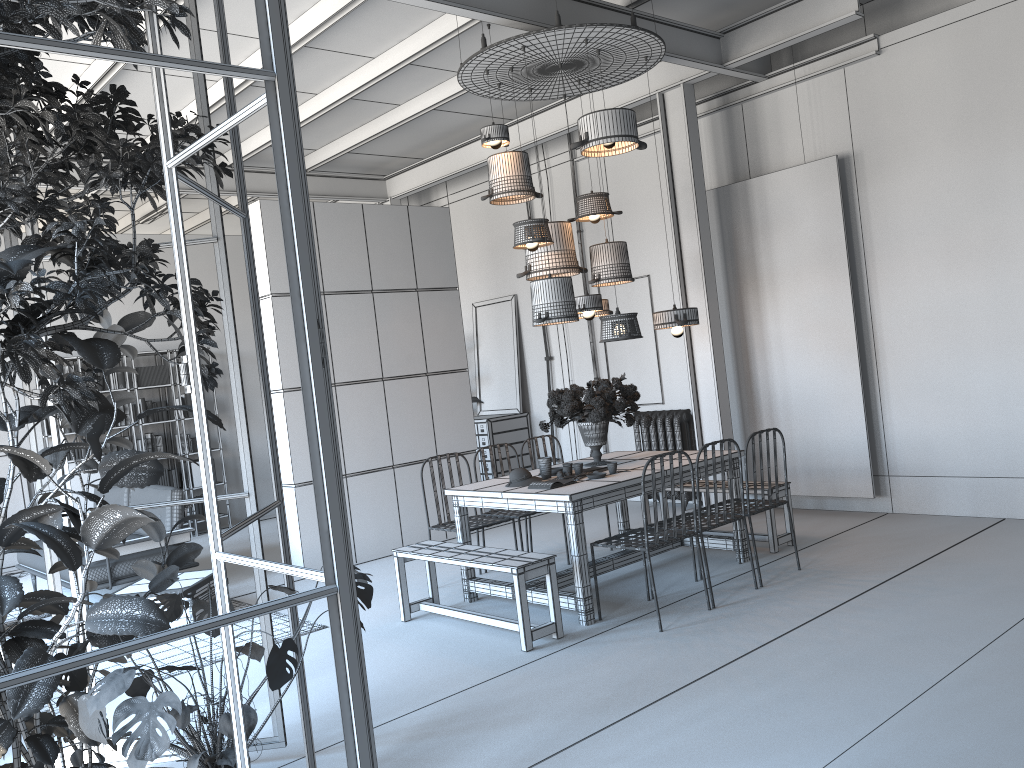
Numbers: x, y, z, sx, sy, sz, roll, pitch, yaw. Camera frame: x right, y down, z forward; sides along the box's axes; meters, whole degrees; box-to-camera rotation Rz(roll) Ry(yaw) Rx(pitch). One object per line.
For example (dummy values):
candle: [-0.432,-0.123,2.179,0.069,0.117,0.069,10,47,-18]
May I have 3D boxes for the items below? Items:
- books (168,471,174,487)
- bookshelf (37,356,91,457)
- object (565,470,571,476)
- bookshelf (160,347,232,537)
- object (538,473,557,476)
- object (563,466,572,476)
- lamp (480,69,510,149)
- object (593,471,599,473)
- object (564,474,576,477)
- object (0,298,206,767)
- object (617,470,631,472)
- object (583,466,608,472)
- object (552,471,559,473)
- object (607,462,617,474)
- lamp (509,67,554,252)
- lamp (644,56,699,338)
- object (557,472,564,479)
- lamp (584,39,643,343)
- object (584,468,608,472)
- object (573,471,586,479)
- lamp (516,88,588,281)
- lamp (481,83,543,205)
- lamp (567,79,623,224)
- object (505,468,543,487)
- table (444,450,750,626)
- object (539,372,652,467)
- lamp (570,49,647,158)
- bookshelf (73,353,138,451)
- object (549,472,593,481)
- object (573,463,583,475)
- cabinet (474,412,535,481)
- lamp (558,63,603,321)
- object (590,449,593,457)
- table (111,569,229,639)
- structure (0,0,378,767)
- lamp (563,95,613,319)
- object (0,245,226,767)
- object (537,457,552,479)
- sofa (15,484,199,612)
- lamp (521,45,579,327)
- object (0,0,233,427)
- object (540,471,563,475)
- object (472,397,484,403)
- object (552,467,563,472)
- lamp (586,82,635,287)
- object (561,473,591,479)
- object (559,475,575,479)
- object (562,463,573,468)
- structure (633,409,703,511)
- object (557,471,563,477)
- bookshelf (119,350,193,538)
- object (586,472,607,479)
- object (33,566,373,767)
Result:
books: [-4.131,1.166,10.670,0.057,0.244,0.180,-8,1,-41]
bookshelf: [-5.038,0.856,9.997,0.455,2.276,0.455,-8,1,-41]
object: [0.372,0.599,5.924,0.043,0.050,0.044,-7,1,-23]
bookshelf: [-3.908,0.707,10.969,0.455,2.276,0.455,-8,1,-41]
object: [0.303,0.630,6.257,0.236,0.015,0.236,-6,1,21]
object: [0.376,0.589,5.990,0.065,0.064,0.065,-6,1,34]
lamp: [-0.142,-1.928,6.227,0.202,0.564,0.253,-7,1,-3]
object: [0.583,0.592,5.937,0.054,0.037,0.121,-6,1,27]
object: [0.409,0.609,5.902,0.174,0.019,0.021,-8,1,-44]
object: [-1.760,0.640,3.388,1.253,2.183,1.309,-7,1,-30]
object: [0.727,0.587,5.956,0.174,0.014,0.021,-6,1,44]
object: [0.560,0.600,6.252,0.179,0.016,0.182,-7,1,-36]
object: [0.302,0.619,6.266,0.211,0.024,0.211,-7,1,1]
object: [0.670,0.563,5.914,0.071,0.076,0.071,-7,1,6]
lamp: [0.085,-1.582,6.245,0.359,1.306,0.301,-6,1,42]
lamp: [1.073,-1.336,6.346,0.323,2.026,0.404,-7,1,-38]
object: [0.324,0.608,5.901,0.044,0.043,0.043,-6,1,21]
lamp: [0.604,-1.284,5.867,0.301,2.004,0.359,-8,1,-43]
object: [0.589,0.599,6.173,0.182,0.014,0.185,-6,1,33]
object: [0.441,0.603,5.857,0.021,0.026,0.173,-6,1,33]
lamp: [0.229,-1.536,6.759,0.470,1.447,0.415,-6,1,19]
lamp: [-0.045,-1.791,6.552,0.392,0.870,0.346,-6,1,19]
lamp: [0.568,-1.752,6.688,0.359,1.094,0.301,-7,1,-23]
object: [0.074,0.662,5.915,0.260,0.211,0.236,-7,1,-23]
table: [0.647,1.007,6.249,1.784,0.819,1.239,-8,1,-41]
object: [0.575,0.270,6.530,0.697,0.654,0.782,-7,1,-39]
lamp: [0.632,-1.949,6.083,0.403,0.687,0.505,-6,1,27]
bookshelf: [-4.660,0.806,10.306,0.455,2.276,0.455,-8,1,-41]
object: [0.407,0.624,5.965,0.213,0.012,0.335,-6,1,26]
object: [0.449,0.575,5.992,0.071,0.076,0.071,-7,1,-16]
cabinet: [-0.248,0.906,10.720,0.668,1.026,0.796,-8,1,-41]
lamp: [0.448,-1.360,6.281,0.202,1.831,0.253,-7,1,-3]
object: [0.937,1.043,9.842,0.206,0.647,0.173,-7,1,-6]
table: [-2.483,1.603,6.484,0.706,0.330,0.667,-7,1,4]
structure: [-1.834,0.059,2.317,2.994,3.454,2.452,-8,1,-41]
lamp: [0.518,-1.398,7.036,0.323,1.798,0.404,-6,1,17]
object: [-1.494,0.610,2.789,1.270,2.157,0.868,-7,1,-11]
object: [0.229,0.576,6.061,0.102,0.146,0.102,-6,1,14]
sofa: [-3.593,1.380,7.751,0.952,0.948,2.347,-8,1,-41]
lamp: [0.183,-1.315,5.852,0.352,1.845,0.312,-7,1,-16]
object: [-2.053,-0.310,2.732,2.486,4.154,2.243,-6,1,20]
object: [0.302,0.624,6.266,0.211,0.024,0.211,-7,1,-22]
object: [-1.054,0.415,11.019,1.270,2.157,0.868,-8,1,-41]
object: [0.325,0.610,6.275,0.135,0.029,0.135,-6,1,41]
lamp: [0.677,-1.536,6.771,0.364,1.553,0.322,-7,1,4]
object: [0.426,0.608,5.874,0.249,0.017,0.024,-7,1,-31]
object: [0.423,0.611,5.899,0.249,0.015,0.024,-7,1,-21]
object: [0.384,0.581,6.062,0.071,0.076,0.071,-8,1,-44]
structure: [1.556,0.765,8.884,0.328,1.007,0.733,-8,1,-41]
object: [0.322,0.608,5.951,0.051,0.045,0.045,-6,1,27]
bookshelf: [-4.281,0.756,10.648,0.455,2.276,0.455,-8,1,-41]
object: [0.552,0.601,5.785,0.133,0.029,0.133,-7,1,6]
object: [-0.987,1.150,3.007,1.125,1.001,0.920,-8,1,-44]
